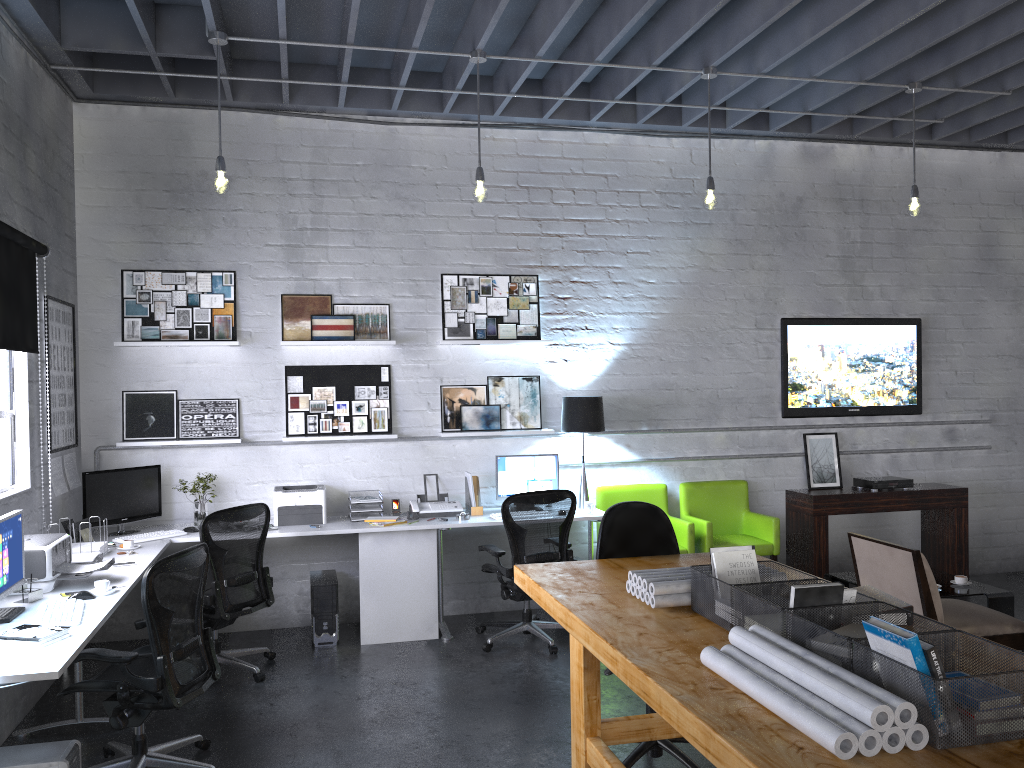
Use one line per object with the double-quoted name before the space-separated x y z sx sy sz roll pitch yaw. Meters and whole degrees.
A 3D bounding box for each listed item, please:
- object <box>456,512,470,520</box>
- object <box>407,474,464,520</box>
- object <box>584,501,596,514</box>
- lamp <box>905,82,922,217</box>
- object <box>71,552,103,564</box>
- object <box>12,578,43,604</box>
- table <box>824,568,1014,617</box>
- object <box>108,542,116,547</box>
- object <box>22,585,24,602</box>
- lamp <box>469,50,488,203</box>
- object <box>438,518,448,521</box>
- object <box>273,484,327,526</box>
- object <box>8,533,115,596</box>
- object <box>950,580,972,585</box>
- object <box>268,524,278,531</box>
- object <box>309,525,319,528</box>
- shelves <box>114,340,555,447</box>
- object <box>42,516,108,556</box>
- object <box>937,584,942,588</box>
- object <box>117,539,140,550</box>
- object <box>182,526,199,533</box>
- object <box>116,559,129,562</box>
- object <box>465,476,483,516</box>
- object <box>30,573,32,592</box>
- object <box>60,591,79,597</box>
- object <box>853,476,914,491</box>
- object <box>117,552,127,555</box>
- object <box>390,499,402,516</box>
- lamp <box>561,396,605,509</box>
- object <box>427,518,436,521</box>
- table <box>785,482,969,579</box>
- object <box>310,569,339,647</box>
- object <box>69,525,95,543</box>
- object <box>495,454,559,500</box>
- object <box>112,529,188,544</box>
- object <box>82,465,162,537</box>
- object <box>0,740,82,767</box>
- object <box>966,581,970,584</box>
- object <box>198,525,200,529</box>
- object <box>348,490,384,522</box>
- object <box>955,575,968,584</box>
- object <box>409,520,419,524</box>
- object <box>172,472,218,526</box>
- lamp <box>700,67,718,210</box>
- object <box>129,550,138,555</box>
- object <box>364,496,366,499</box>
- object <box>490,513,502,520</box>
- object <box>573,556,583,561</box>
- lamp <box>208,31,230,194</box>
"object" -0.340 0.914 6.149 0.095 0.050 0.095 -1 0 45
"object" -0.574 0.803 6.375 0.405 0.280 0.399 -1 0 -13
"object" 0.553 0.883 6.315 0.069 0.083 0.090 -1 1 -14
"lamp" 2.694 -1.563 5.940 0.104 0.878 0.104 0 1 30
"object" -2.391 0.941 4.675 0.392 0.064 0.259 -1 0 -13
"object" -2.166 0.924 3.966 0.082 0.090 0.090 -1 1 12
"table" 2.793 1.525 6.160 0.873 0.300 0.873 -1 0 -10
"object" -2.413 0.966 5.327 0.048 0.012 0.111 -1 0 -33
"object" -2.174 0.907 3.938 0.014 0.124 0.006 0 1 43
"lamp" -0.195 -1.516 5.250 0.104 0.878 0.104 -1 1 -13
"object" -0.474 0.933 6.102 0.076 0.016 0.017 -1 0 37
"object" -1.474 0.840 6.171 0.351 0.235 0.350 -1 0 -13
"object" -2.196 0.855 4.283 0.485 0.230 0.420 -1 0 -13
"object" 3.068 1.362 6.059 0.131 0.016 0.131 -1 0 -7
"object" -1.615 0.949 5.862 0.103 0.021 0.131 -1 0 -33
"object" -1.309 0.947 5.896 0.075 0.016 0.017 -1 0 12
"shelves" -1.182 0.045 6.318 3.023 0.694 0.199 -1 1 -13
"object" -2.466 0.872 5.005 0.324 0.208 0.233 -1 0 -13
"object" 2.830 1.358 5.997 0.137 0.031 0.137 -1 0 12
"object" -2.261 0.945 5.228 0.130 0.049 0.130 -1 0 4
"object" -2.103 0.950 5.803 0.114 0.036 0.058 -1 0 27
"object" -2.123 0.962 4.818 0.006 0.006 0.086 0 0 41
"object" -0.277 0.808 6.440 0.087 0.259 0.236 -1 1 -13
"object" -2.144 0.907 3.952 0.013 0.124 0.006 -2 1 -39
"object" -2.019 0.959 4.044 0.076 0.016 0.017 -1 0 -23
"object" 3.020 0.810 7.217 0.370 0.082 0.266 -1 0 -13
"object" -2.216 0.963 5.044 0.057 0.013 0.013 -1 1 -21
"object" -0.833 0.885 6.363 0.093 0.116 0.067 -1 1 -13
"lamp" 0.531 0.509 6.599 0.333 0.832 0.333 0 1 38
"object" -0.557 0.935 6.132 0.011 0.011 0.125 -1 0 25
"table" 2.972 1.261 7.222 1.410 0.820 0.403 -1 1 -13
"object" -1.293 1.534 6.105 0.180 0.411 0.476 -1 0 -13
"object" -2.590 0.905 5.320 0.155 0.141 0.088 -1 1 1
"object" 0.106 0.723 6.530 0.465 0.417 0.212 -1 1 -8
"object" -2.269 0.956 5.568 0.181 0.028 0.422 -1 0 37
"object" -2.539 0.761 5.768 0.147 0.427 0.559 -1 1 23
"object" -1.826 1.545 3.189 0.478 0.411 0.200 -1 1 -13
"object" 3.117 1.355 6.060 0.022 0.009 0.108 -1 0 26
"object" -1.872 0.923 5.841 0.279 0.081 0.411 -1 0 -43
"object" -1.036 0.860 6.271 0.229 0.181 0.316 -1 0 -13
"object" 3.069 1.339 6.061 0.077 0.052 0.080 -1 0 35
"object" -0.668 0.941 6.035 0.008 0.007 0.141 -1 0 21
"object" -2.138 0.787 6.046 0.271 0.363 0.297 -1 1 32
"lamp" 1.247 -1.539 5.594 0.104 0.878 0.104 -1 1 -13
"object" -2.171 0.959 5.050 0.071 0.020 0.058 -1 0 41
"object" -1.043 0.803 6.288 0.011 0.010 0.126 -1 0 -4
"object" 0.066 0.919 6.228 0.422 0.028 0.181 -1 0 -18
"object" 0.462 1.506 6.443 0.180 0.411 0.476 -1 0 -13
"lamp" -1.620 -1.493 4.910 0.104 0.878 0.104 -1 1 -13
